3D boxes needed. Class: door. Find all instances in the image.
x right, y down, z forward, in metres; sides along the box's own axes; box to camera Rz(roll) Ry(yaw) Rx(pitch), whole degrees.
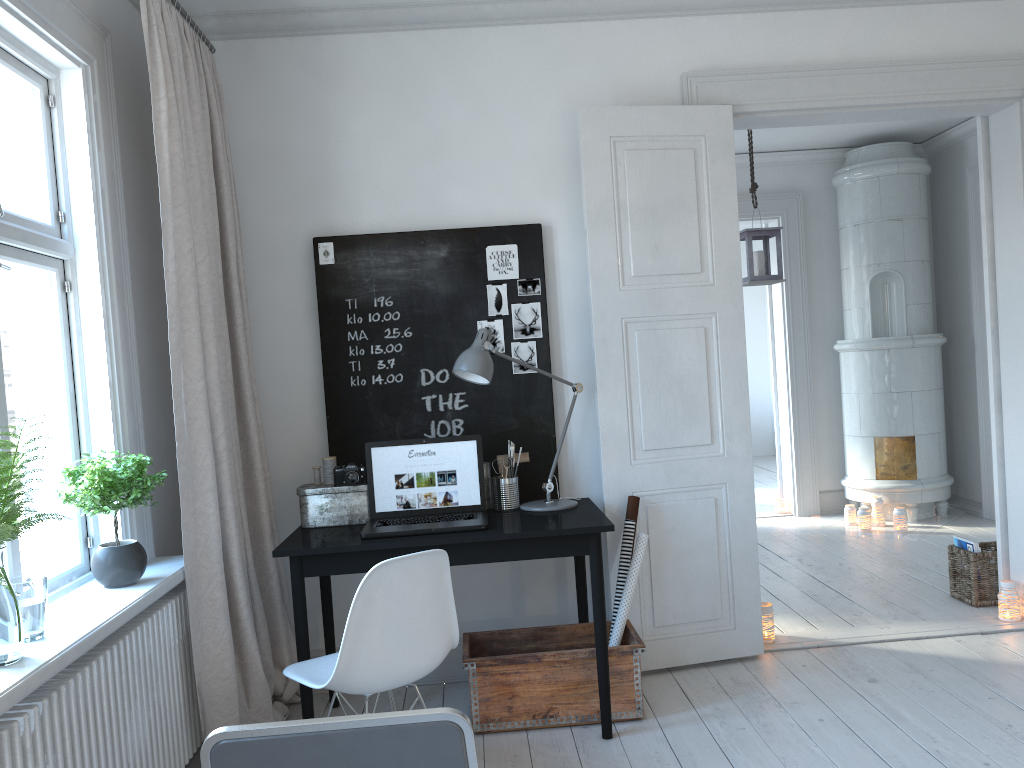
[{"bbox_3d":[1.620,-0.118,3.957,2.598,2.507,0.577,-4,2,-3],"label":"door"},{"bbox_3d":[3.498,-0.280,5.548,0.306,2.507,1.598,-4,2,-3],"label":"door"},{"bbox_3d":[1.476,-0.170,6.967,2.598,2.507,0.577,-4,2,-3],"label":"door"}]

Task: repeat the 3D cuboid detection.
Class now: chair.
[{"bbox_3d":[-0.407,0.887,2.692,0.474,0.824,0.554,-5,2,-38],"label":"chair"},{"bbox_3d":[-0.260,0.913,1.648,0.562,0.798,0.524,-4,2,-3],"label":"chair"}]

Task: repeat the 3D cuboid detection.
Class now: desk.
[{"bbox_3d":[-0.217,0.895,3.341,1.159,0.759,0.650,-4,2,-3],"label":"desk"}]

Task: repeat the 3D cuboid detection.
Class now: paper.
[{"bbox_3d":[0.417,0.878,3.460,0.043,0.669,0.266,-2,3,43],"label":"paper"},{"bbox_3d":[0.421,0.896,3.402,0.283,0.627,0.041,-5,2,-24],"label":"paper"},{"bbox_3d":[0.437,0.832,3.530,0.048,0.747,0.297,-2,3,43],"label":"paper"}]

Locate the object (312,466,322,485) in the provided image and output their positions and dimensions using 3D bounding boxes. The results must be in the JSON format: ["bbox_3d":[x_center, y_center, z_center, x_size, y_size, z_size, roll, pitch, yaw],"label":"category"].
[{"bbox_3d":[-0.771,0.362,3.510,0.040,0.069,0.040,-4,2,-15],"label":"object"}]

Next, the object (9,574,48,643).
[{"bbox_3d":[-1.160,0.538,2.119,0.097,0.146,0.097,-4,2,3],"label":"object"}]

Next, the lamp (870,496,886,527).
[{"bbox_3d":[2.616,0.912,6.345,0.098,0.210,0.098,-4,2,2],"label":"lamp"}]

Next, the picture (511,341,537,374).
[{"bbox_3d":[0.052,-0.113,3.713,0.103,0.136,0.001,-4,2,-3],"label":"picture"}]

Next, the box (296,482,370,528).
[{"bbox_3d":[-0.673,0.466,3.477,0.317,0.152,0.193,-4,2,-3],"label":"box"}]

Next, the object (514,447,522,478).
[{"bbox_3d":[0.011,0.373,3.522,0.084,0.240,0.009,-5,2,-26],"label":"object"}]

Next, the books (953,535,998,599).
[{"bbox_3d":[2.350,0.911,4.418,0.201,0.300,0.179,-4,2,-3],"label":"books"}]

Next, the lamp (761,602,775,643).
[{"bbox_3d":[1.133,1.074,3.989,0.089,0.166,0.089,-4,2,-10],"label":"lamp"}]

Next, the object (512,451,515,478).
[{"bbox_3d":[0.000,0.383,3.527,0.009,0.222,0.082,-3,2,27],"label":"object"}]

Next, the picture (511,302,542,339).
[{"bbox_3d":[0.062,-0.267,3.708,0.121,0.153,0.002,-4,2,-3],"label":"picture"}]

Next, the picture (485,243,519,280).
[{"bbox_3d":[-0.038,-0.513,3.695,0.147,0.154,0.004,-4,2,-3],"label":"picture"}]

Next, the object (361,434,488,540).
[{"bbox_3d":[-0.321,0.367,3.232,0.445,0.315,0.325,-4,2,-2],"label":"object"}]

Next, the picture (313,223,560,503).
[{"bbox_3d":[-0.311,-0.055,3.728,0.953,1.173,0.064,-4,2,-3],"label":"picture"}]

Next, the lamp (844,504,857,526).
[{"bbox_3d":[2.457,0.953,6.438,0.084,0.146,0.084,-4,2,2],"label":"lamp"}]

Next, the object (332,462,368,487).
[{"bbox_3d":[-0.617,0.345,3.384,0.137,0.087,0.073,-4,2,-3],"label":"object"}]

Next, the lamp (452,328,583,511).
[{"bbox_3d":[0.044,0.137,3.449,0.616,0.716,0.230,-5,2,-32],"label":"lamp"}]

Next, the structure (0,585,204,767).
[{"bbox_3d":[-1.141,0.979,2.349,0.195,0.547,1.505,-4,1,-3],"label":"structure"}]

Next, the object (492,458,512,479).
[{"bbox_3d":[-0.039,0.394,3.531,0.081,0.198,0.050,-3,2,22],"label":"object"}]

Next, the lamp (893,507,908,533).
[{"bbox_3d":[2.672,0.935,6.102,0.089,0.166,0.089,-4,2,-4],"label":"lamp"}]

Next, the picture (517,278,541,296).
[{"bbox_3d":[0.072,-0.406,3.705,0.095,0.071,0.001,-4,2,-3],"label":"picture"}]

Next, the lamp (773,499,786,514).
[{"bbox_3d":[2.130,0.972,7.052,0.093,0.110,0.093,-3,2,14],"label":"lamp"}]

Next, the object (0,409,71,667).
[{"bbox_3d":[-1.161,0.332,1.928,0.414,0.565,0.304,-3,2,31],"label":"object"}]

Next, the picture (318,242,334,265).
[{"bbox_3d":[-0.767,-0.539,3.660,0.061,0.088,0.004,-4,2,-6],"label":"picture"}]

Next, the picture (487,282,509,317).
[{"bbox_3d":[-0.060,-0.351,3.700,0.083,0.146,0.002,-4,2,-3],"label":"picture"}]

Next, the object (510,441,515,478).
[{"bbox_3d":[-0.005,0.361,3.536,0.012,0.264,0.062,-2,3,40],"label":"object"}]

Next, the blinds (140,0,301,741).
[{"bbox_3d":[-1.012,0.003,3.208,0.225,2.649,0.830,-4,2,-3],"label":"blinds"}]

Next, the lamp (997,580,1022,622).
[{"bbox_3d":[2.271,0.990,4.051,0.093,0.180,0.093,-5,2,-20],"label":"lamp"}]

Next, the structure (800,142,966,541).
[{"bbox_3d":[2.675,-0.322,6.476,0.801,2.829,1.246,-2,3,42],"label":"structure"}]

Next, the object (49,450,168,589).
[{"bbox_3d":[-1.195,0.398,2.649,0.309,0.407,0.272,-6,3,-43],"label":"object"}]

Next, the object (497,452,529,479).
[{"bbox_3d":[0.015,0.387,3.577,0.138,0.209,0.034,-5,2,-23],"label":"object"}]

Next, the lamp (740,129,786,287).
[{"bbox_3d":[1.417,-1.473,5.246,0.228,1.763,0.228,-4,2,-6],"label":"lamp"}]

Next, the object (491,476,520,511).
[{"bbox_3d":[-0.025,0.434,3.523,0.108,0.128,0.108,-4,2,12],"label":"object"}]

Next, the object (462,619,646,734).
[{"bbox_3d":[0.154,1.107,3.366,0.664,0.282,0.339,-4,2,-3],"label":"object"}]

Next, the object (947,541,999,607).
[{"bbox_3d":[2.365,0.943,4.419,0.270,0.265,0.223,-4,2,-3],"label":"object"}]

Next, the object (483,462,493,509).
[{"bbox_3d":[-0.120,0.414,3.589,0.079,0.188,0.079,-5,2,-24],"label":"object"}]

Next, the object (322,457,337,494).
[{"bbox_3d":[-0.714,0.355,3.447,0.056,0.130,0.167,-4,2,-4],"label":"object"}]

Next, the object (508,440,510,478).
[{"bbox_3d":[-0.010,0.358,3.535,0.008,0.268,0.060,-3,2,14],"label":"object"}]

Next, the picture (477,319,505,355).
[{"bbox_3d":[-0.087,-0.196,3.703,0.107,0.150,0.001,-4,2,-3],"label":"picture"}]

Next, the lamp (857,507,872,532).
[{"bbox_3d":[2.467,0.947,6.207,0.089,0.166,0.089,-4,2,-1],"label":"lamp"}]
